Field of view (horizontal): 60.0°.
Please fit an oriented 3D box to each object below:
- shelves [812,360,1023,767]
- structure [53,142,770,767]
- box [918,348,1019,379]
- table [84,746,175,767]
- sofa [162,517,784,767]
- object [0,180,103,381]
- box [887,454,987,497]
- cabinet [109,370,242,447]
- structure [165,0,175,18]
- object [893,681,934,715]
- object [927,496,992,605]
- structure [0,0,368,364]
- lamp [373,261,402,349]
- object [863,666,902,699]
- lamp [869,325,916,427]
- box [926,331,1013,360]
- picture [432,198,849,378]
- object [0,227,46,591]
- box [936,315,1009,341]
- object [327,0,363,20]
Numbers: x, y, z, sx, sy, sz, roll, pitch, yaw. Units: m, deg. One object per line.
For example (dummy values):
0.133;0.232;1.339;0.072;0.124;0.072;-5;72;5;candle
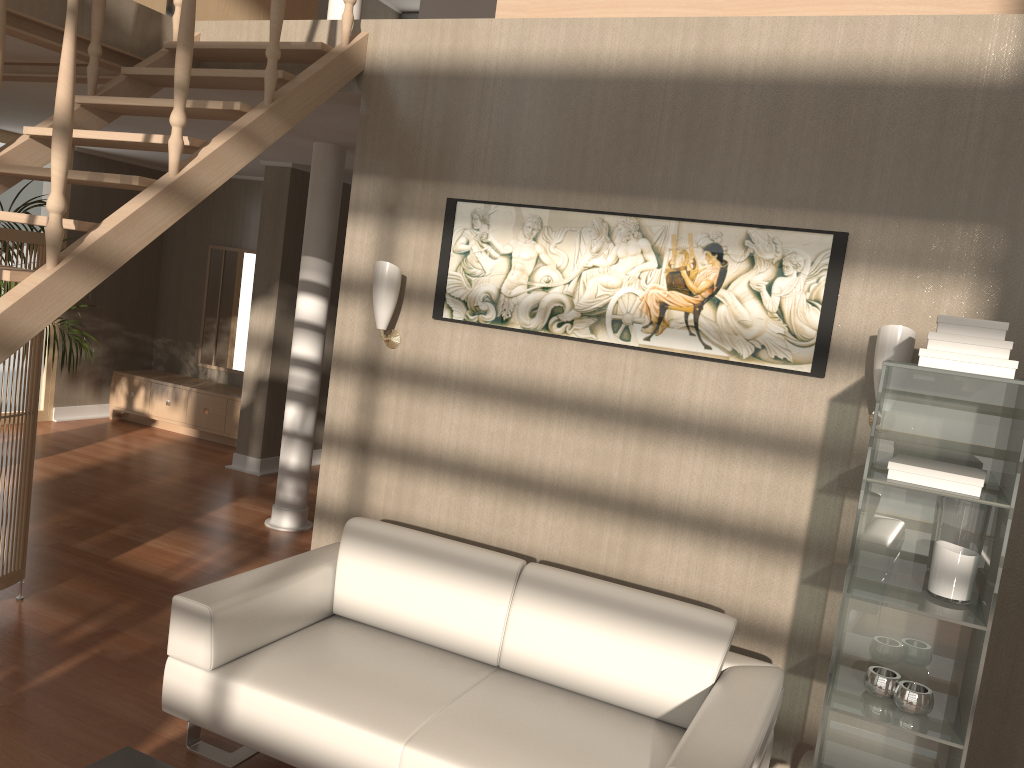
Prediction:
1.113;0.752;2.513;0.400;1.600;0.403;10;6;24;shelves
-0.845;-0.192;4.590;8.342;2.533;10.775;10;6;24;structure
1.231;-0.057;2.413;0.232;0.047;0.232;10;6;24;box
-0.644;1.241;1.850;1.260;0.293;0.700;10;6;24;table
-0.119;0.989;2.853;1.781;0.740;0.905;10;6;24;sofa
-3.765;-0.344;5.590;2.109;2.304;2.157;9;6;13;object
1.173;0.249;2.445;0.232;0.047;0.232;11;7;29;box
-2.789;0.244;8.110;1.911;0.458;0.500;10;6;24;cabinet
-3.746;-2.358;3.305;3.475;0.900;3.300;10;6;24;structure
1.122;0.879;2.478;0.103;0.066;0.103;13;8;43;object
1.241;0.457;2.470;0.129;0.291;0.129;7;6;-4;object
-1.820;-0.647;2.568;1.000;3.578;3.150;10;6;24;structure
-0.511;-0.320;3.629;0.112;0.353;0.153;10;6;24;lamp
1.070;0.864;2.560;0.103;0.066;0.103;13;8;43;object
1.211;-0.012;2.848;0.112;0.353;0.153;10;6;24;lamp
1.236;-0.105;2.410;0.200;0.047;0.200;10;6;24;box
0.397;-0.385;3.277;1.531;0.487;0.018;10;6;24;picture
-2.561;0.152;2.902;0.233;1.542;2.229;11;7;29;object
1.242;-0.151;2.404;0.168;0.047;0.168;10;6;24;box
-0.920;-2.944;5.299;0.200;2.400;0.200;10;6;24;object
